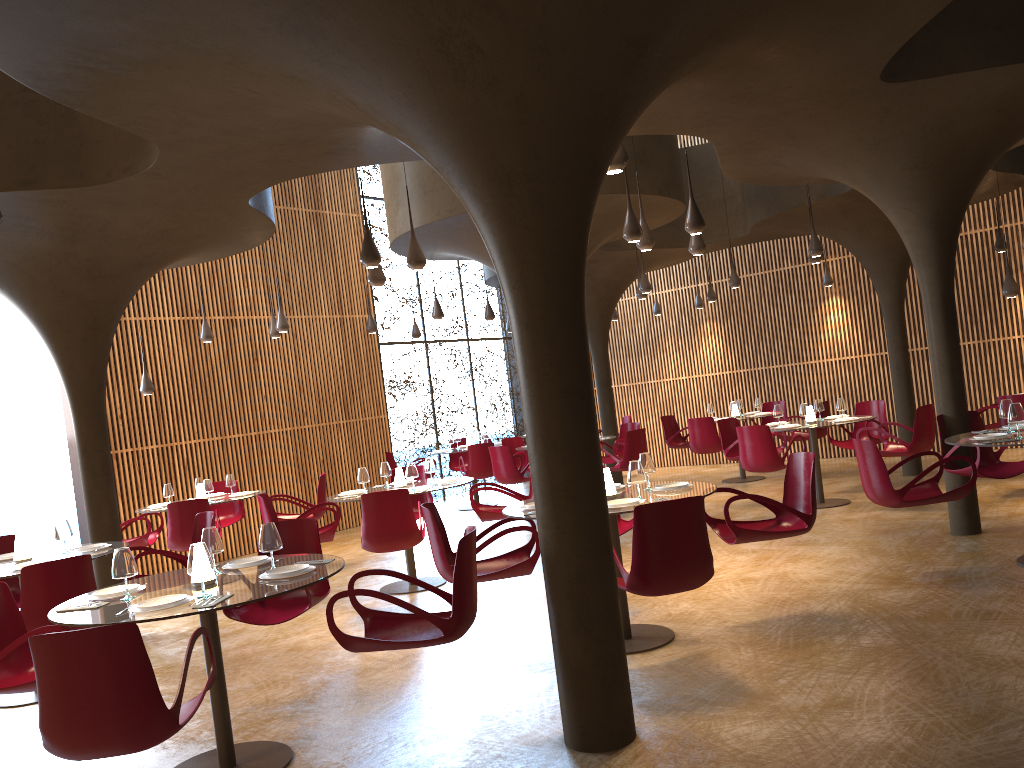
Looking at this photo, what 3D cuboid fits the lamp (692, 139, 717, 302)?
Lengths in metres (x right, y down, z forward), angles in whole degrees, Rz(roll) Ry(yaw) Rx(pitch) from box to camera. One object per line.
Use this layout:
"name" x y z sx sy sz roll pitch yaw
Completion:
"lamp" 3.481 -4.705 17.095 0.195 6.279 0.196 -8 1 -37

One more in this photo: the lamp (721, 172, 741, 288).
"lamp" 3.324 -4.715 14.698 0.195 6.279 0.196 -8 1 -37

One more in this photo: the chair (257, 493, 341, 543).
"chair" -2.387 1.501 9.984 0.872 0.636 0.625 -7 0 -9

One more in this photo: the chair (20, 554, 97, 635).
"chair" -3.426 1.591 6.598 0.624 0.636 0.874 -7 0 -39

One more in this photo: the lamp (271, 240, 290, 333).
"lamp" -3.672 -3.857 12.666 0.195 6.279 0.196 -8 1 -24

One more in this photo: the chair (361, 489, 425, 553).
"chair" -1.208 1.339 8.851 0.625 0.636 0.873 -7 0 -4

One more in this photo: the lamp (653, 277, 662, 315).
"lamp" 2.731 -4.589 18.914 0.195 6.279 0.196 -8 1 -36

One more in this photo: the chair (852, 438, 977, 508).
"chair" 3.445 0.739 7.695 0.872 0.636 0.625 -7 0 1

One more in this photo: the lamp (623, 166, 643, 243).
"lamp" 0.770 -4.469 8.397 0.196 6.279 0.195 -7 1 24

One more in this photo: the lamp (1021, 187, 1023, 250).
"lamp" 8.239 -5.334 14.760 0.195 6.279 0.196 -8 1 -27

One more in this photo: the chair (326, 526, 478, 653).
"chair" -0.601 1.219 5.235 0.872 0.636 0.625 -7 0 2

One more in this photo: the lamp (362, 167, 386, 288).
"lamp" -1.801 -4.135 9.262 0.196 6.279 0.195 -6 1 44

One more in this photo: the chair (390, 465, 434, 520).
"chair" -1.317 1.380 11.105 0.625 0.636 0.872 -7 0 1

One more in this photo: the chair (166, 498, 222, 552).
"chair" -3.901 1.703 10.828 0.624 0.636 0.873 -7 0 -17

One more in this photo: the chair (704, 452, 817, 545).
"chair" 1.998 0.913 7.041 0.872 0.636 0.625 -7 0 -6

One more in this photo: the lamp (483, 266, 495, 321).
"lamp" -0.765 -4.194 15.132 0.196 6.279 0.196 -7 1 -7

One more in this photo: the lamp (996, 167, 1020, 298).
"lamp" 5.889 -4.202 11.102 0.196 6.279 0.196 -7 1 -7

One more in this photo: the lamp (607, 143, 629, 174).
"lamp" 0.589 -1.728 5.534 0.196 0.813 0.196 -7 1 -7

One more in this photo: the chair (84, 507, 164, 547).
"chair" -5.150 1.871 11.746 0.872 0.636 0.625 -7 0 -6

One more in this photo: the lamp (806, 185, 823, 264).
"lamp" 3.887 -4.813 12.438 0.195 6.279 0.196 -7 1 -16

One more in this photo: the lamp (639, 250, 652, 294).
"lamp" 1.684 -4.520 13.682 0.195 6.279 0.196 -7 1 -16

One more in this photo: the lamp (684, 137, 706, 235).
"lamp" 1.361 -4.544 8.402 0.196 6.279 0.195 -7 1 24

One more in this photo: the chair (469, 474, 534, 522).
"chair" -0.052 1.208 10.071 0.872 0.636 0.625 -7 0 -4

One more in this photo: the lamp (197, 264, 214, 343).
"lamp" -4.780 -3.717 12.728 0.195 6.279 0.196 -8 1 -44

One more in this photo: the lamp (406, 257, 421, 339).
"lamp" -2.223 -3.987 17.012 0.195 6.279 0.196 -8 1 -26

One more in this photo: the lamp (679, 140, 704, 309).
"lamp" 3.538 -4.696 18.491 0.195 6.279 0.196 -8 1 -27

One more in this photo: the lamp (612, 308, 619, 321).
"lamp" 1.801 -4.472 18.876 0.195 6.279 0.196 -8 1 -36

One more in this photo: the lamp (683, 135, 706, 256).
"lamp" 1.705 -4.568 9.942 0.195 6.279 0.196 -7 1 -17

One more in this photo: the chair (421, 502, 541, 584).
"chair" -0.230 1.191 6.825 0.872 0.636 0.625 -7 0 -1

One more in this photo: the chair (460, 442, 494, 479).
"chair" -0.566 1.339 15.496 0.624 0.636 0.873 -7 0 -12

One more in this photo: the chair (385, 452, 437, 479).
"chair" -1.887 1.517 16.458 0.872 0.636 0.625 -7 0 -16

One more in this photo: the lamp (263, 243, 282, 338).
"lamp" -3.963 -3.812 13.355 0.195 6.279 0.196 -8 1 -44

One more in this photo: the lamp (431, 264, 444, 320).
"lamp" -1.537 -4.113 13.753 0.196 6.279 0.196 -7 1 -7

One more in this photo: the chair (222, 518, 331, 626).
"chair" -1.703 1.373 6.509 0.625 0.636 0.872 -7 0 1

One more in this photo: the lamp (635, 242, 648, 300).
"lamp" 1.768 -4.519 14.641 0.195 6.279 0.196 -7 1 -16

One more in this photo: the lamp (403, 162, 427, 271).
"lamp" -1.302 -4.207 8.469 0.196 6.279 0.195 -6 1 43

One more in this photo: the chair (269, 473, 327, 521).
"chair" -2.949 1.599 12.157 0.872 0.636 0.625 -7 0 -11

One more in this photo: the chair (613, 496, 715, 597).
"chair" 0.935 1.032 5.801 0.624 0.636 0.873 -7 0 -12

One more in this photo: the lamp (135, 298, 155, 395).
"lamp" -5.455 -2.966 12.287 0.196 6.279 0.195 -7 1 13

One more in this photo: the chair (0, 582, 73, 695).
"chair" -2.838 1.502 5.335 0.873 0.636 0.624 -7 0 7

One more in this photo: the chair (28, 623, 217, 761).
"chair" -1.826 1.360 4.158 0.625 0.636 0.872 -7 0 -4

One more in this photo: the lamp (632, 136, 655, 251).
"lamp" 0.987 -4.489 9.063 0.195 6.279 0.196 -8 1 -26

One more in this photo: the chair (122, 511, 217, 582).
"chair" -3.179 1.581 8.268 0.871 0.636 0.626 -7 0 -39

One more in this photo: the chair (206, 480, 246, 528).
"chair" -4.308 1.782 13.148 0.624 0.636 0.873 -7 0 -12

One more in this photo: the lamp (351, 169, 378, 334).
"lamp" -2.710 -3.954 14.665 0.196 6.279 0.195 -7 1 13

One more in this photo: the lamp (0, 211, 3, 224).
"lamp" -4.015 -4.192 6.083 0.195 6.279 0.196 -8 1 -37

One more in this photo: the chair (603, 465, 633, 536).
"chair" 0.730 1.086 8.147 0.625 0.636 0.873 -7 0 -7

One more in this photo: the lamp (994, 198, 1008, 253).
"lamp" 7.521 -5.249 14.284 0.195 6.279 0.196 -8 1 -36

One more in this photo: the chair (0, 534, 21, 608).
"chair" -4.803 1.787 8.380 0.624 0.636 0.874 -7 0 -34

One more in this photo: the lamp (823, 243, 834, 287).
"lamp" 5.654 -4.982 16.887 0.195 6.279 0.196 -8 1 -37

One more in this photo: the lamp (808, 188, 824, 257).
"lamp" 3.602 -4.788 11.583 0.195 6.279 0.196 -7 1 -16

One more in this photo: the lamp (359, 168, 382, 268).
"lamp" -1.659 -4.168 7.968 0.195 6.279 0.196 -7 1 -16

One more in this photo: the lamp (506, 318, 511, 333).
"lamp" -0.415 -4.197 18.518 0.195 6.279 0.196 -8 1 -26
